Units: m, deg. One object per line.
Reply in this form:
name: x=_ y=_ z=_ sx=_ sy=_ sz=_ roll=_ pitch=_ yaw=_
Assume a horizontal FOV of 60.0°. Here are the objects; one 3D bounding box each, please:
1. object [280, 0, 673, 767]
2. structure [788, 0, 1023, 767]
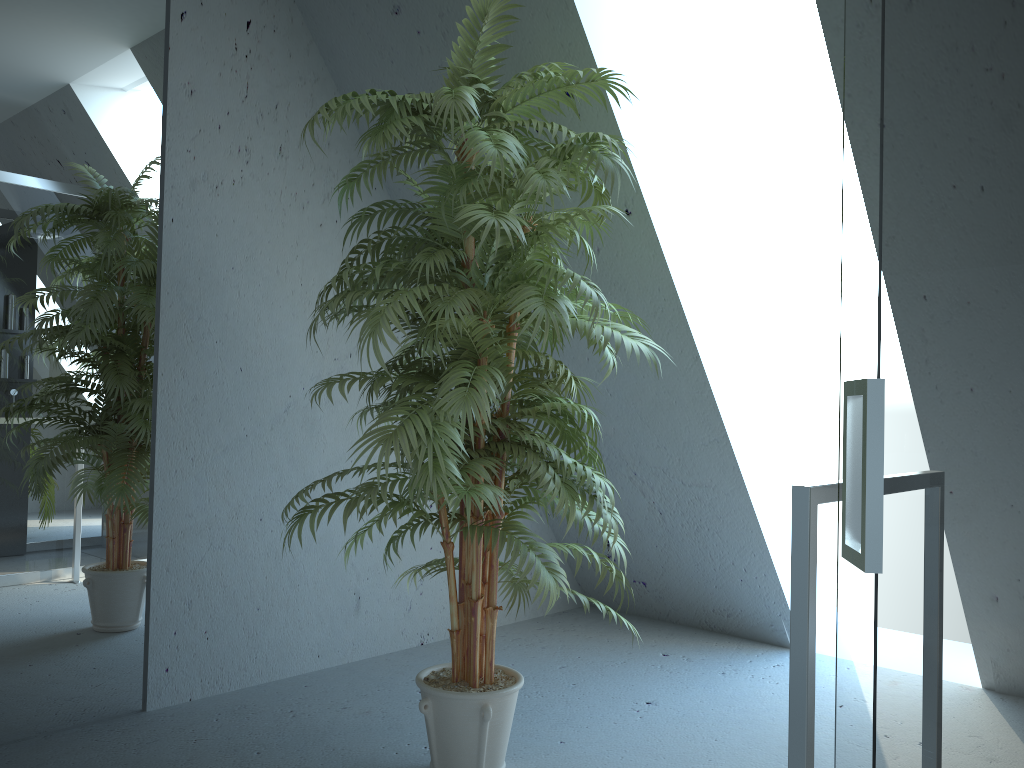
object: x=-0.083 y=0.013 z=2.361 sx=0.980 sy=2.034 sz=1.020 roll=1 pitch=-2 yaw=1
structure: x=1.049 y=-0.029 z=1.224 sx=1.184 sy=2.114 sz=1.835 roll=0 pitch=-2 yaw=43
